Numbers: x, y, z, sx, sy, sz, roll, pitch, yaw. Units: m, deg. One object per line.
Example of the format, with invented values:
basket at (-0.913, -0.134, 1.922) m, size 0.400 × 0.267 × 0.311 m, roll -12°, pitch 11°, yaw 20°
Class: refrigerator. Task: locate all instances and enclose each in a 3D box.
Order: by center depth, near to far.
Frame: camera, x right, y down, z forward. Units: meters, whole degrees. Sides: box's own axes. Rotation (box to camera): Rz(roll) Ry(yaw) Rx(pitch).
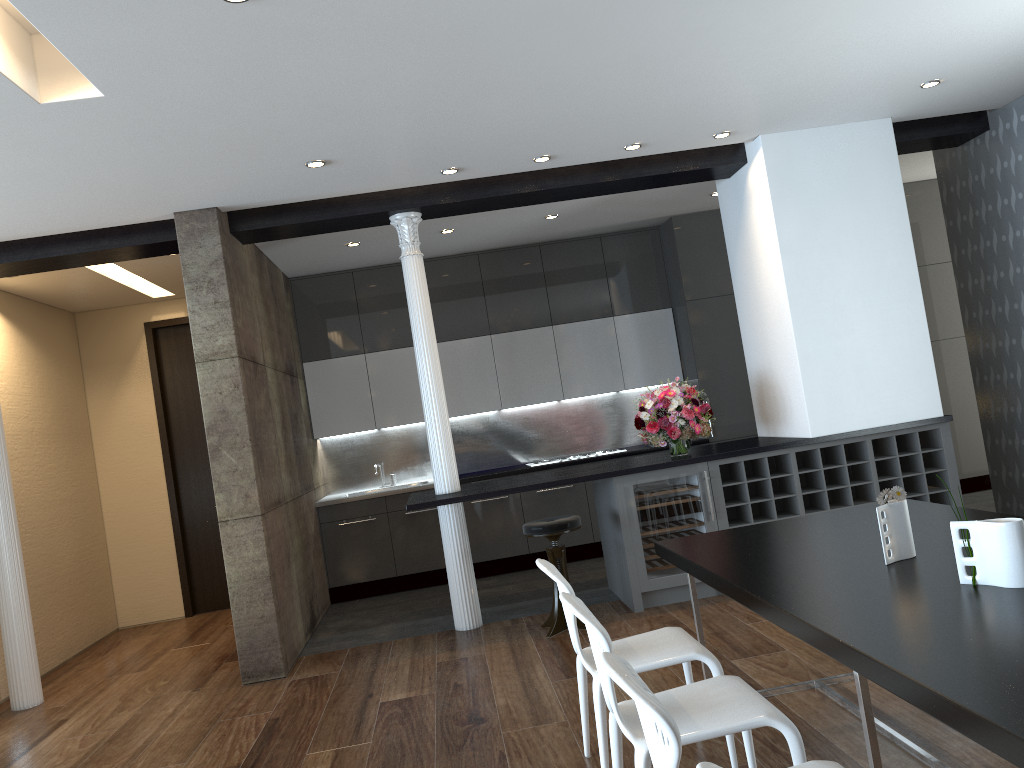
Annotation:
refrigerator at (1.066, 0.938, 5.847) m, size 0.578 × 0.774 × 0.075 m, roll -9°, pitch -2°, yaw -1°

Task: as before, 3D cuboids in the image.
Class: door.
door at (-2.780, 0.735, 8.525) m, size 1.037 × 2.814 × 0.246 m, roll -9°, pitch -2°, yaw -5°

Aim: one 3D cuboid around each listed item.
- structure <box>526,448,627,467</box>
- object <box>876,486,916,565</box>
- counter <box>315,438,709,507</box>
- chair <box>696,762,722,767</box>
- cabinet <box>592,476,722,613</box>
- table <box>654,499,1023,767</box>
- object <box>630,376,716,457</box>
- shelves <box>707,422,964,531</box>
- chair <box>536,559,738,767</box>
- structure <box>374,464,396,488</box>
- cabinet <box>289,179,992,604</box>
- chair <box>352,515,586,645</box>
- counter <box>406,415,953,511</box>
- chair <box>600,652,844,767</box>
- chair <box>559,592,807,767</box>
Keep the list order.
structure at (0.597, 0.701, 8.371) m, size 0.900 × 0.066 × 0.520 m, roll -9°, pitch -2°, yaw -5°
object at (1.241, 0.460, 2.913) m, size 0.161 × 0.233 × 0.076 m, roll -8°, pitch -2°, yaw -24°
counter at (0.016, 0.903, 8.355) m, size 3.597 × 0.223 × 0.807 m, roll -9°, pitch -2°, yaw -5°
chair at (0.623, 0.934, 1.238) m, size 0.581 × 0.835 × 0.495 m, roll -9°, pitch -2°, yaw -5°
cabinet at (1.012, 1.022, 6.273) m, size 0.642 × 0.897 × 0.900 m, roll -9°, pitch -2°, yaw -5°
table at (1.426, 0.899, 2.352) m, size 1.200 × 0.733 × 3.400 m, roll -9°, pitch -2°, yaw -5°
object at (1.129, 0.229, 6.222) m, size 0.544 × 0.552 × 0.570 m, roll -9°, pitch -2°, yaw 1°
shelves at (2.164, 0.844, 6.376) m, size 1.700 × 0.897 × 0.900 m, roll -9°, pitch -2°, yaw -5°
chair at (0.442, 1.039, 3.362) m, size 0.581 × 0.835 × 0.495 m, roll -9°, pitch -2°, yaw -5°
structure at (-1.206, 0.879, 8.472) m, size 0.183 × 0.249 × 0.224 m, roll -9°, pitch -2°, yaw -5°
cabinet at (1.783, -0.080, 8.539) m, size 7.409 × 2.980 × 0.827 m, roll -9°, pitch -2°, yaw -5°
chair at (-0.170, 1.298, 2.338) m, size 16.134 × 0.952 × 21.556 m, roll -9°, pitch -2°, yaw -5°
counter at (1.107, 0.534, 6.305) m, size 3.700 × 0.040 × 1.000 m, roll -9°, pitch -2°, yaw -5°
chair at (0.546, 0.971, 1.929) m, size 0.581 × 0.835 × 0.495 m, roll -9°, pitch -2°, yaw -5°
chair at (0.495, 1.005, 2.663) m, size 0.581 × 0.835 × 0.495 m, roll -9°, pitch -2°, yaw -5°
